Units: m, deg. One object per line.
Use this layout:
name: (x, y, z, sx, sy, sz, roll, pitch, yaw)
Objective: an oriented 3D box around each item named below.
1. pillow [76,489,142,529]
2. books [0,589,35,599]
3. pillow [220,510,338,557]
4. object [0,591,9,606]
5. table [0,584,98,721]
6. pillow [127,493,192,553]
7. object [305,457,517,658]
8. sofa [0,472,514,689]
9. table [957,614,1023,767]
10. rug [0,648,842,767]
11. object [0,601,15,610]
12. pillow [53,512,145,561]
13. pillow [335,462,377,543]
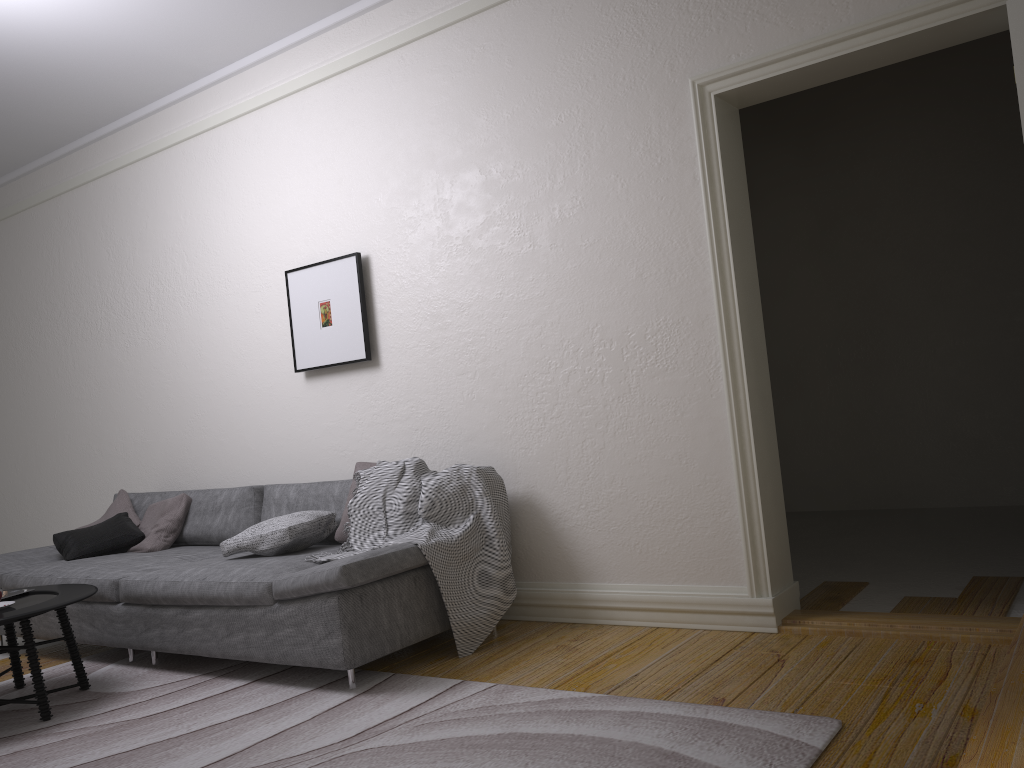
pillow: (-2.409, 0.867, 5.287, 0.359, 0.448, 0.470, -5, -2, -34)
books: (-2.294, 0.897, 3.748, 0.302, 0.048, 0.376, -7, -2, 14)
pillow: (-1.101, 0.717, 4.209, 0.399, 0.194, 0.411, -7, -2, 21)
object: (-2.064, 0.853, 3.506, 0.112, 0.082, 0.087, -6, -2, -21)
table: (-2.161, 1.125, 3.539, 0.927, 0.449, 0.961, -7, -2, 32)
pillow: (-2.052, 0.802, 5.058, 0.415, 0.318, 0.344, -8, -2, 35)
object: (-0.440, 0.765, 3.894, 0.884, 0.866, 0.620, -6, -2, 0)
sofa: (-1.513, 0.936, 4.526, 3.001, 0.772, 1.123, -8, -2, 35)
table: (0.976, 0.509, 0.198, 1.472, 0.745, 0.930, -8, -2, 35)
rug: (-1.099, 1.193, 2.753, 3.639, 0.008, 1.987, -8, -2, 35)
object: (-2.067, 0.889, 3.515, 0.169, 0.015, 0.166, -6, -2, -10)
pillow: (-2.320, 0.886, 4.984, 0.429, 0.268, 0.394, -5, -2, -35)
pillow: (-0.618, 0.554, 4.123, 0.418, 0.390, 0.246, -8, -2, 35)
